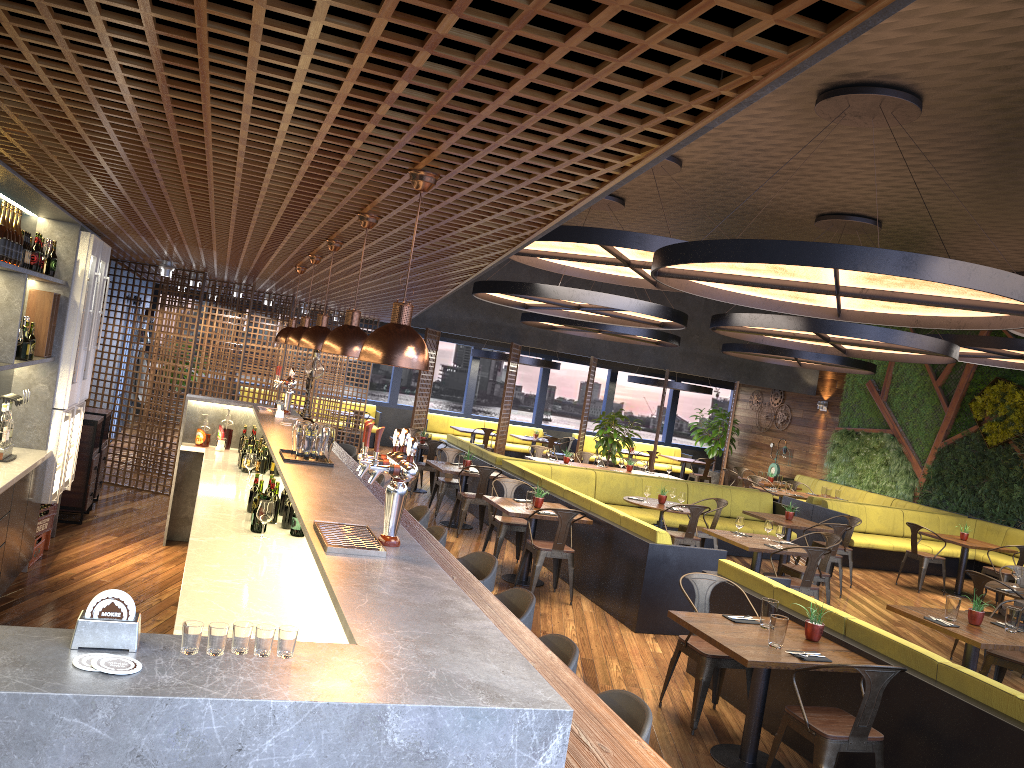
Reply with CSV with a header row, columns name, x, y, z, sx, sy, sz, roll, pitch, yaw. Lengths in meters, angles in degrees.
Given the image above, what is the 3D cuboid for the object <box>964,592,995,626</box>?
name,x,y,z,sx,sy,sz,roll,pitch,yaw
object,3.482,1.670,6.650,0.238,0.271,0.260,9,1,20

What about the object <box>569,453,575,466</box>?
name,x,y,z,sx,sy,sz,roll,pitch,yaw
object,0.979,1.233,14.564,0.097,0.206,0.097,9,1,27

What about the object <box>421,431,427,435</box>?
name,x,y,z,sx,sy,sz,roll,pitch,yaw
object,-1.438,0.861,14.405,0.102,0.178,0.102,9,1,-3

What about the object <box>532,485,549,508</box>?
name,x,y,z,sx,sy,sz,roll,pitch,yaw
object,0.273,1.136,9.106,0.238,0.271,0.260,9,1,3

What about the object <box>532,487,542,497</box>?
name,x,y,z,sx,sy,sz,roll,pitch,yaw
object,0.254,1.178,9.278,0.102,0.178,0.102,9,1,-33

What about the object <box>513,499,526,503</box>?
name,x,y,z,sx,sy,sz,roll,pitch,yaw
object,0.144,1.240,9.412,0.255,0.019,0.157,9,1,-19

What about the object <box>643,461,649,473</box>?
name,x,y,z,sx,sy,sz,roll,pitch,yaw
object,2.321,1.440,15.377,0.097,0.206,0.097,9,1,27

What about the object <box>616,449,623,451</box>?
name,x,y,z,sx,sy,sz,roll,pitch,yaw
object,2.456,1.507,20.308,0.157,0.019,0.255,9,1,-19

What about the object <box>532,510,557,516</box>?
name,x,y,z,sx,sy,sz,roll,pitch,yaw
object,0.313,1.273,8.797,0.255,0.019,0.157,9,1,-19

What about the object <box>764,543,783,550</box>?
name,x,y,z,sx,sy,sz,roll,pitch,yaw
object,2.663,1.648,9.002,0.157,0.019,0.255,9,1,-18

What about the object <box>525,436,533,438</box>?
name,x,y,z,sx,sy,sz,roll,pitch,yaw
object,0.410,1.185,19.937,0.255,0.019,0.157,9,1,-19

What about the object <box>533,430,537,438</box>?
name,x,y,z,sx,sy,sz,roll,pitch,yaw
object,0.520,1.123,19.803,0.102,0.178,0.102,9,1,-33

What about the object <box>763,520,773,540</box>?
name,x,y,z,sx,sy,sz,roll,pitch,yaw
object,2.742,1.561,9.492,0.097,0.206,0.097,9,1,-18

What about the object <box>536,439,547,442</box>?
name,x,y,z,sx,sy,sz,roll,pitch,yaw
object,0.624,1.225,19.311,0.255,0.019,0.157,9,1,-19

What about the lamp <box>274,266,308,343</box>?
name,x,y,z,sx,sy,sz,roll,pitch,yaw
lamp,-1.876,-0.680,7.673,0.250,0.673,0.250,9,1,14

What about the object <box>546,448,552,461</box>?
name,x,y,z,sx,sy,sz,roll,pitch,yaw
object,0.618,1.174,14.799,0.097,0.206,0.097,9,1,27

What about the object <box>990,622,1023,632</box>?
name,x,y,z,sx,sy,sz,roll,pitch,yaw
object,3.787,1.846,6.731,0.157,0.019,0.255,9,1,-19

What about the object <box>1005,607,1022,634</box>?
name,x,y,z,sx,sy,sz,roll,pitch,yaw
object,3.713,1.754,6.579,0.102,0.178,0.102,9,1,-13

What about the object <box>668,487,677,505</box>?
name,x,y,z,sx,sy,sz,roll,pitch,yaw
object,2.057,1.435,11.363,0.097,0.206,0.097,9,1,20

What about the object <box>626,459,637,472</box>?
name,x,y,z,sx,sy,sz,roll,pitch,yaw
object,2.013,1.357,15.140,0.238,0.271,0.260,9,1,3

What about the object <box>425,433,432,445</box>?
name,x,y,z,sx,sy,sz,roll,pitch,yaw
object,-1.329,0.881,14.103,0.102,0.178,0.102,9,1,-13

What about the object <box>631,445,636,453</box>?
name,x,y,z,sx,sy,sz,roll,pitch,yaw
object,2.769,1.478,20.200,0.102,0.178,0.102,9,1,-33

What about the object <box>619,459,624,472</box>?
name,x,y,z,sx,sy,sz,roll,pitch,yaw
object,1.830,1.366,14.854,0.097,0.206,0.097,9,1,27

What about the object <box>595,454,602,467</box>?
name,x,y,z,sx,sy,sz,roll,pitch,yaw
object,1.469,1.307,15.088,0.097,0.206,0.097,9,1,27

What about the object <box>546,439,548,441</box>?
name,x,y,z,sx,sy,sz,roll,pitch,yaw
object,0.820,1.252,19.700,0.157,0.019,0.255,9,1,-19

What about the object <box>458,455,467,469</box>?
name,x,y,z,sx,sy,sz,roll,pitch,yaw
object,-0.645,1.014,11.466,0.102,0.178,0.102,9,1,-33

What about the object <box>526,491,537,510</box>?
name,x,y,z,sx,sy,sz,roll,pitch,yaw
object,0.187,1.171,8.896,0.102,0.178,0.102,9,1,17

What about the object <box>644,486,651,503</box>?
name,x,y,z,sx,sy,sz,roll,pitch,yaw
object,1.687,1.379,11.076,0.097,0.206,0.097,9,1,23

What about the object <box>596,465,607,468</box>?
name,x,y,z,sx,sy,sz,roll,pitch,yaw
object,1.543,1.412,15.239,0.157,0.019,0.255,9,1,-18

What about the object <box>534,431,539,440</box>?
name,x,y,z,sx,sy,sz,roll,pitch,yaw
object,0.539,1.129,19.444,0.102,0.178,0.102,9,1,-33

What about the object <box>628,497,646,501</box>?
name,x,y,z,sx,sy,sz,roll,pitch,yaw
object,1.594,1.457,11.232,0.255,0.019,0.157,9,1,14

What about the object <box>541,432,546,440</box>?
name,x,y,z,sx,sy,sz,roll,pitch,yaw
object,0.700,1.153,19.601,0.102,0.178,0.102,9,1,-33

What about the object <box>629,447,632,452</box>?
name,x,y,z,sx,sy,sz,roll,pitch,yaw
object,2.756,1.427,20.374,0.238,0.271,0.260,9,1,3

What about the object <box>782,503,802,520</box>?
name,x,y,z,sx,sy,sz,roll,pitch,yaw
object,3.667,1.653,11.651,0.260,0.271,0.238,9,1,17

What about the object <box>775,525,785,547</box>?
name,x,y,z,sx,sy,sz,roll,pitch,yaw
object,2.766,1.568,9.151,0.097,0.206,0.097,9,1,-27

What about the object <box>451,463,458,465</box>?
name,x,y,z,sx,sy,sz,roll,pitch,yaw
object,-0.701,1.082,11.972,0.255,0.019,0.157,9,1,-19

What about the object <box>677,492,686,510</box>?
name,x,y,z,sx,sy,sz,roll,pitch,yaw
object,2.098,1.445,10.981,0.097,0.206,0.097,9,1,6

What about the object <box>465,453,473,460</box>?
name,x,y,z,sx,sy,sz,roll,pitch,yaw
object,-0.591,1.020,11.838,0.102,0.178,0.102,9,1,-33

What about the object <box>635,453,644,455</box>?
name,x,y,z,sx,sy,sz,roll,pitch,yaw
object,2.854,1.573,20.067,0.255,0.019,0.157,9,1,-19

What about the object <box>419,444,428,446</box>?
name,x,y,z,sx,sy,sz,roll,pitch,yaw
object,-1.379,0.955,13.924,0.255,0.019,0.157,9,1,-19

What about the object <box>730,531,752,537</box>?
name,x,y,z,sx,sy,sz,roll,pitch,yaw
object,2.479,1.614,9.536,0.157,0.019,0.255,9,1,-18

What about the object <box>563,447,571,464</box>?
name,x,y,z,sx,sy,sz,roll,pitch,yaw
object,0.913,1.185,14.767,0.238,0.271,0.260,9,1,3

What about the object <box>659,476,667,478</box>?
name,x,y,z,sx,sy,sz,roll,pitch,yaw
object,2.578,1.579,14.994,0.157,0.019,0.255,9,1,-18

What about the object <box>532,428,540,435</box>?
name,x,y,z,sx,sy,sz,roll,pitch,yaw
object,0.547,1.082,19.628,0.238,0.271,0.260,9,1,3

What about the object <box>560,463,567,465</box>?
name,x,y,z,sx,sy,sz,roll,pitch,yaw
object,0.876,1.313,14.416,0.157,0.019,0.255,9,1,-18

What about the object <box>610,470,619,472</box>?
name,x,y,z,sx,sy,sz,roll,pitch,yaw
object,1.727,1.446,14.705,0.157,0.019,0.255,9,1,-18

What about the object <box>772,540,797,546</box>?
name,x,y,z,sx,sy,sz,roll,pitch,yaw
object,2.875,1.679,9.404,0.255,0.019,0.157,9,1,-18

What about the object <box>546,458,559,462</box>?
name,x,y,z,sx,sy,sz,roll,pitch,yaw
object,0.692,1.279,14.949,0.157,0.019,0.255,9,1,-18

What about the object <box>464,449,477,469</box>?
name,x,y,z,sx,sy,sz,roll,pitch,yaw
object,-0.568,0.978,11.691,0.260,0.271,0.238,9,1,-17

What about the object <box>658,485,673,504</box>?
name,x,y,z,sx,sy,sz,roll,pitch,yaw
object,1.903,1.376,11.200,0.238,0.271,0.260,9,1,3

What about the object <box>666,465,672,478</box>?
name,x,y,z,sx,sy,sz,roll,pitch,yaw
object,2.682,1.499,15.143,0.097,0.206,0.097,9,1,27

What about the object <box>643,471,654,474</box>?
name,x,y,z,sx,sy,sz,roll,pitch,yaw
object,2.394,1.545,15.528,0.157,0.019,0.255,9,1,-18

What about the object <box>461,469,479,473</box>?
name,x,y,z,sx,sy,sz,roll,pitch,yaw
object,-0.532,1.114,11.357,0.255,0.019,0.157,9,1,-19

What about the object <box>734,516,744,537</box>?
name,x,y,z,sx,sy,sz,roll,pitch,yaw
object,2.405,1.509,9.386,0.097,0.206,0.097,9,1,-27

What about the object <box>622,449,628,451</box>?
name,x,y,z,sx,sy,sz,roll,pitch,yaw
object,2.640,1.533,20.693,0.255,0.019,0.157,9,1,-19

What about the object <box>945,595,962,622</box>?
name,x,y,z,sx,sy,sz,roll,pitch,yaw
object,3.300,1.688,6.648,0.102,0.178,0.102,9,1,37

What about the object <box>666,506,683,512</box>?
name,x,y,z,sx,sy,sz,roll,pitch,yaw
object,1.979,1.522,10.843,0.157,0.019,0.255,9,1,-12

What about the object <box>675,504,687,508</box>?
name,x,y,z,sx,sy,sz,roll,pitch,yaw
object,2.187,1.552,11.269,0.255,0.019,0.157,9,1,-16

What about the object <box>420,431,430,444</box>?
name,x,y,z,sx,sy,sz,roll,pitch,yaw
object,-1.406,0.821,14.229,0.260,0.271,0.238,9,1,-17
